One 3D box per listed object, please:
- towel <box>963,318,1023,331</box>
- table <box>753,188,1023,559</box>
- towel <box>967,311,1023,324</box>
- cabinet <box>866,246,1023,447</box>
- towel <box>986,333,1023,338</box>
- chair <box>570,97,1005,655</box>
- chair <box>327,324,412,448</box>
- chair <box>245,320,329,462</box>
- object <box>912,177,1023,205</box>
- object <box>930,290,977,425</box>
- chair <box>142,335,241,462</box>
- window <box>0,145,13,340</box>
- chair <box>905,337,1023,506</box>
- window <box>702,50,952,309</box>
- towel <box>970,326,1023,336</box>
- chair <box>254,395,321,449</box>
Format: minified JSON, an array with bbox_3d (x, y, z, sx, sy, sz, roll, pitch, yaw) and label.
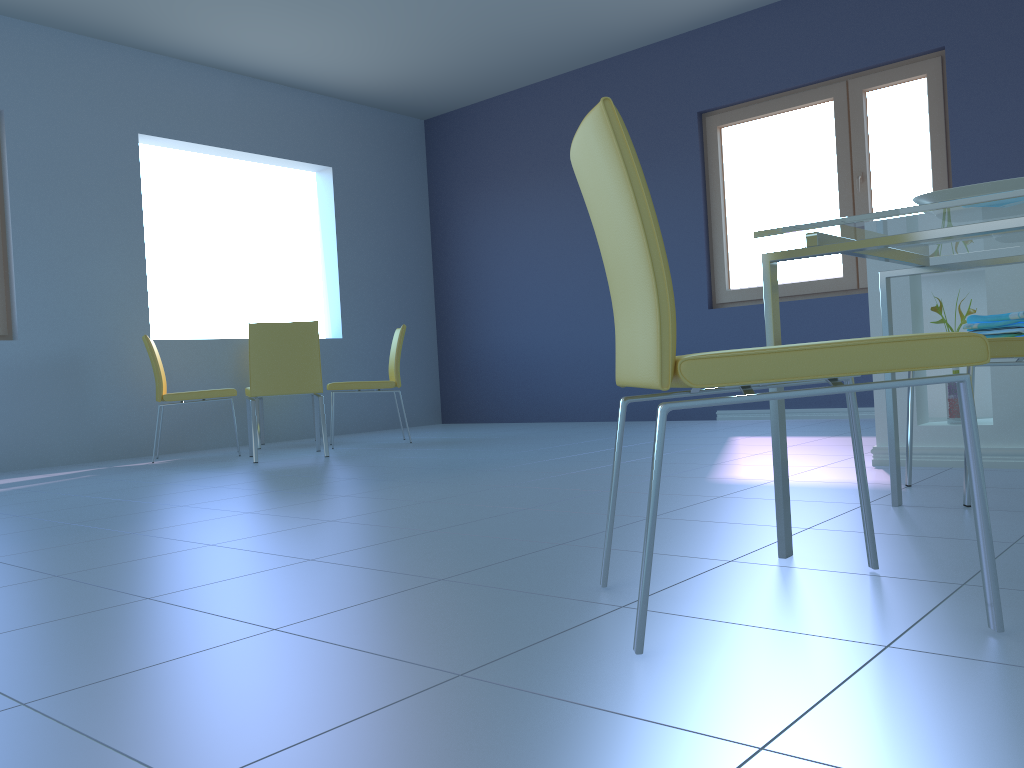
[{"bbox_3d":[1.248,-0.145,2.176,0.195,0.027,0.192,-4,1,-28],"label":"towel"},{"bbox_3d":[1.125,-0.015,1.477,1.173,0.590,0.730,-3,1,41],"label":"table"},{"bbox_3d":[1.249,-0.161,2.174,0.195,0.033,0.190,-4,1,-23],"label":"towel"},{"bbox_3d":[2.563,-0.218,3.123,2.139,0.800,2.200,-3,1,41],"label":"cabinet"},{"bbox_3d":[1.249,-0.116,2.179,0.195,0.024,0.201,-4,1,-30],"label":"towel"},{"bbox_3d":[0.348,-0.026,1.286,0.484,0.695,0.387,-3,0,-1],"label":"chair"},{"bbox_3d":[-0.863,0.011,5.334,0.484,0.699,0.387,-3,1,-13],"label":"chair"},{"bbox_3d":[-1.199,0.035,4.677,0.387,0.695,0.484,-3,1,-18],"label":"chair"},{"bbox_3d":[0.785,-0.301,1.447,0.228,0.020,0.228,-3,1,38],"label":"object"},{"bbox_3d":[1.377,-0.087,2.760,0.067,0.423,0.229,-3,1,-18],"label":"object"},{"bbox_3d":[-1.824,0.068,5.056,0.484,0.695,0.387,-3,1,-18],"label":"chair"},{"bbox_3d":[-3.284,-0.835,4.354,0.142,1.263,1.475,-3,1,41],"label":"window"},{"bbox_3d":[1.267,-0.087,2.183,0.484,0.695,0.387,-3,0,4],"label":"chair"},{"bbox_3d":[1.819,-1.140,5.243,1.475,1.263,0.142,-3,1,41],"label":"window"},{"bbox_3d":[1.246,-0.129,2.174,0.195,0.024,0.201,-4,1,-24],"label":"towel"},{"bbox_3d":[-1.457,0.040,5.728,0.387,0.695,0.484,-3,1,-13],"label":"chair"}]
